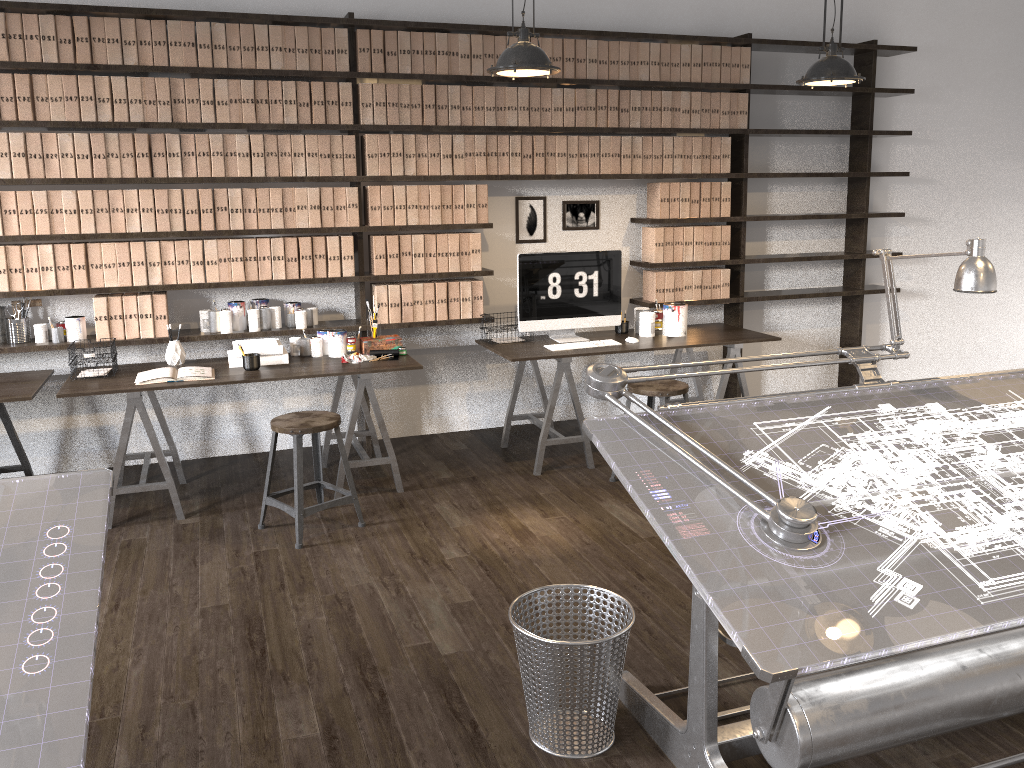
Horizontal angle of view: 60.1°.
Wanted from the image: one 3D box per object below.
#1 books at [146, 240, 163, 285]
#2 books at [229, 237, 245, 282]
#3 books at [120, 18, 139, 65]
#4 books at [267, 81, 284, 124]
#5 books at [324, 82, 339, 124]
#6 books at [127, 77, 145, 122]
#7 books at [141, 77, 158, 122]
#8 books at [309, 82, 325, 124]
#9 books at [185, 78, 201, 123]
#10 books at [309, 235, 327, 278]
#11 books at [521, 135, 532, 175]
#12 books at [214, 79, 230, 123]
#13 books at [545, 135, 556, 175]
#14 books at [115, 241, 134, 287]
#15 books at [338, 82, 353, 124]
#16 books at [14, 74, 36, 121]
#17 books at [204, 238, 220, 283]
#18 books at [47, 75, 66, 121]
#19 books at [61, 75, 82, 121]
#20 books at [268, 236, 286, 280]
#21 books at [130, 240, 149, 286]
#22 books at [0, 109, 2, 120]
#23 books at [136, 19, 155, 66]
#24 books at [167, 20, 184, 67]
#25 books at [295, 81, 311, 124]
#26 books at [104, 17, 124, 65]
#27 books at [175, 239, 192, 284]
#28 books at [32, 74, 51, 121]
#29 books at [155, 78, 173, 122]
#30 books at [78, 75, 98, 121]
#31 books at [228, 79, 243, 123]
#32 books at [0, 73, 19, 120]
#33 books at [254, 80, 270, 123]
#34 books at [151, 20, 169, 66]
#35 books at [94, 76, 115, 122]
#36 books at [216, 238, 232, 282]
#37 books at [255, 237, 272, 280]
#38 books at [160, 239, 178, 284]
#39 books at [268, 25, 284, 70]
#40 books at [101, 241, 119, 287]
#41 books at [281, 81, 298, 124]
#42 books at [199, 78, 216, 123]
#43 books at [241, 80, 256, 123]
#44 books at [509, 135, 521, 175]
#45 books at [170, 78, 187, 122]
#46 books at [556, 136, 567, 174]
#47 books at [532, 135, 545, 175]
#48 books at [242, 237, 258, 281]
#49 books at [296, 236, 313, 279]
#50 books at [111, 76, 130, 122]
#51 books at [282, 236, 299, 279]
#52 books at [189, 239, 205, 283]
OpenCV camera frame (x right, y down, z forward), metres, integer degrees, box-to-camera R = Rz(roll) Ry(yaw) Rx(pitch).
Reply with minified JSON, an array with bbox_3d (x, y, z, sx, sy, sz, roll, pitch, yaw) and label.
[{"bbox_3d":[-1.870,-0.637,4.638,0.067,0.224,0.176,-4,11,-19],"label":"books"},{"bbox_3d":[-1.480,-0.671,4.769,0.067,0.224,0.176,-4,11,-19],"label":"books"},{"bbox_3d":[-1.914,-1.703,4.446,0.067,0.224,0.176,-4,11,-19],"label":"books"},{"bbox_3d":[-1.263,-1.490,4.717,0.067,0.224,0.176,-4,11,-19],"label":"books"},{"bbox_3d":[-0.988,-1.514,4.812,0.067,0.223,0.176,-4,11,-19],"label":"books"},{"bbox_3d":[-1.904,-1.433,4.495,0.067,0.223,0.176,-4,11,-19],"label":"books"},{"bbox_3d":[-1.845,-1.438,4.517,0.067,0.223,0.176,-4,11,-19],"label":"books"},{"bbox_3d":[-1.057,-1.507,4.783,0.067,0.224,0.176,-4,11,-19],"label":"books"},{"bbox_3d":[-1.651,-1.455,4.584,0.067,0.224,0.176,-4,11,-19],"label":"books"},{"bbox_3d":[-1.077,-0.708,4.913,0.067,0.223,0.176,-4,11,-19],"label":"books"},{"bbox_3d":[0.059,-1.344,5.214,0.067,0.224,0.176,-4,11,-19],"label":"books"},{"bbox_3d":[-1.515,-1.467,4.628,0.067,0.223,0.176,-4,11,-19],"label":"books"},{"bbox_3d":[0.200,-1.356,5.262,0.067,0.223,0.176,-4,11,-19],"label":"books"},{"bbox_3d":[-2.006,-0.624,4.588,0.067,0.224,0.176,-4,11,-19],"label":"books"},{"bbox_3d":[-0.916,-1.520,4.834,0.067,0.223,0.176,-4,11,-19],"label":"books"},{"bbox_3d":[-2.370,-1.391,4.333,0.067,0.224,0.176,-4,11,-19],"label":"books"},{"bbox_3d":[-1.604,-0.661,4.729,0.067,0.223,0.176,-4,11,-19],"label":"books"},{"bbox_3d":[-2.239,-1.403,4.381,0.067,0.223,0.176,-4,11,-19],"label":"books"},{"bbox_3d":[-2.178,-1.408,4.397,0.067,0.224,0.176,-4,11,-19],"label":"books"},{"bbox_3d":[-1.283,-0.689,4.838,0.067,0.224,0.176,-4,11,-19],"label":"books"},{"bbox_3d":[-1.937,-0.631,4.612,0.067,0.224,0.176,-4,11,-19],"label":"books"},{"bbox_3d":[-2.508,-1.379,4.286,0.067,0.224,0.176,-4,11,-19],"label":"books"},{"bbox_3d":[-1.850,-1.710,4.473,0.067,0.224,0.176,-4,11,-19],"label":"books"},{"bbox_3d":[-1.712,-1.721,4.517,0.067,0.223,0.176,-4,11,-19],"label":"books"},{"bbox_3d":[-1.129,-1.502,4.764,0.067,0.224,0.176,-4,11,-19],"label":"books"},{"bbox_3d":[-1.982,-1.696,4.420,0.067,0.224,0.176,-4,11,-19],"label":"books"},{"bbox_3d":[-1.739,-0.649,4.685,0.067,0.224,0.176,-4,11,-19],"label":"books"},{"bbox_3d":[-2.302,-1.398,4.362,0.067,0.223,0.176,-4,11,-19],"label":"books"},{"bbox_3d":[-1.781,-1.443,4.534,0.067,0.224,0.176,-4,11,-19],"label":"books"},{"bbox_3d":[-2.110,-1.414,4.421,0.067,0.224,0.176,-4,11,-19],"label":"books"},{"bbox_3d":[-1.456,-1.473,4.650,0.067,0.223,0.176,-4,11,-19],"label":"books"},{"bbox_3d":[-2.443,-1.386,4.314,0.067,0.224,0.176,-4,11,-19],"label":"books"},{"bbox_3d":[-1.330,-1.484,4.694,0.067,0.224,0.176,-4,11,-19],"label":"books"},{"bbox_3d":[-1.783,-1.715,4.493,0.067,0.224,0.176,-4,11,-19],"label":"books"},{"bbox_3d":[-2.043,-1.420,4.447,0.067,0.224,0.176,-4,11,-19],"label":"books"},{"bbox_3d":[-1.545,-0.666,4.751,0.067,0.223,0.176,-4,11,-19],"label":"books"},{"bbox_3d":[-1.352,-0.684,4.819,0.067,0.224,0.176,-4,11,-19],"label":"books"},{"bbox_3d":[-1.806,-0.644,4.664,0.067,0.224,0.176,-4,11,-19],"label":"books"},{"bbox_3d":[-1.249,-1.762,4.674,0.067,0.223,0.176,-4,11,-19],"label":"books"},{"bbox_3d":[-2.067,-0.620,4.572,0.067,0.223,0.176,-4,11,-19],"label":"books"},{"bbox_3d":[-1.195,-1.495,4.736,0.067,0.224,0.176,-4,11,-19],"label":"books"},{"bbox_3d":[-1.583,-1.461,4.603,0.067,0.224,0.176,-4,11,-19],"label":"books"},{"bbox_3d":[-1.392,-1.477,4.667,0.067,0.224,0.176,-4,11,-19],"label":"books"},{"bbox_3d":[-0.006,-1.337,5.187,0.067,0.224,0.176,-4,11,-19],"label":"books"},{"bbox_3d":[-1.717,-1.450,4.563,0.067,0.224,0.176,-4,11,-19],"label":"books"},{"bbox_3d":[0.264,-1.360,5.277,0.067,0.224,0.176,-4,11,-19],"label":"books"},{"bbox_3d":[0.132,-1.349,5.233,0.067,0.224,0.176,-4,11,-19],"label":"books"},{"bbox_3d":[-1.419,-0.678,4.796,0.067,0.224,0.176,-4,11,-19],"label":"books"},{"bbox_3d":[-1.145,-0.701,4.884,0.067,0.224,0.176,-4,11,-19],"label":"books"},{"bbox_3d":[-1.972,-1.426,4.470,0.067,0.224,0.176,-4,11,-19],"label":"books"},{"bbox_3d":[-1.218,-0.696,4.865,0.067,0.224,0.176,-4,11,-19],"label":"books"},{"bbox_3d":[-1.671,-0.654,4.704,0.067,0.224,0.176,-4,11,-19],"label":"books"}]
